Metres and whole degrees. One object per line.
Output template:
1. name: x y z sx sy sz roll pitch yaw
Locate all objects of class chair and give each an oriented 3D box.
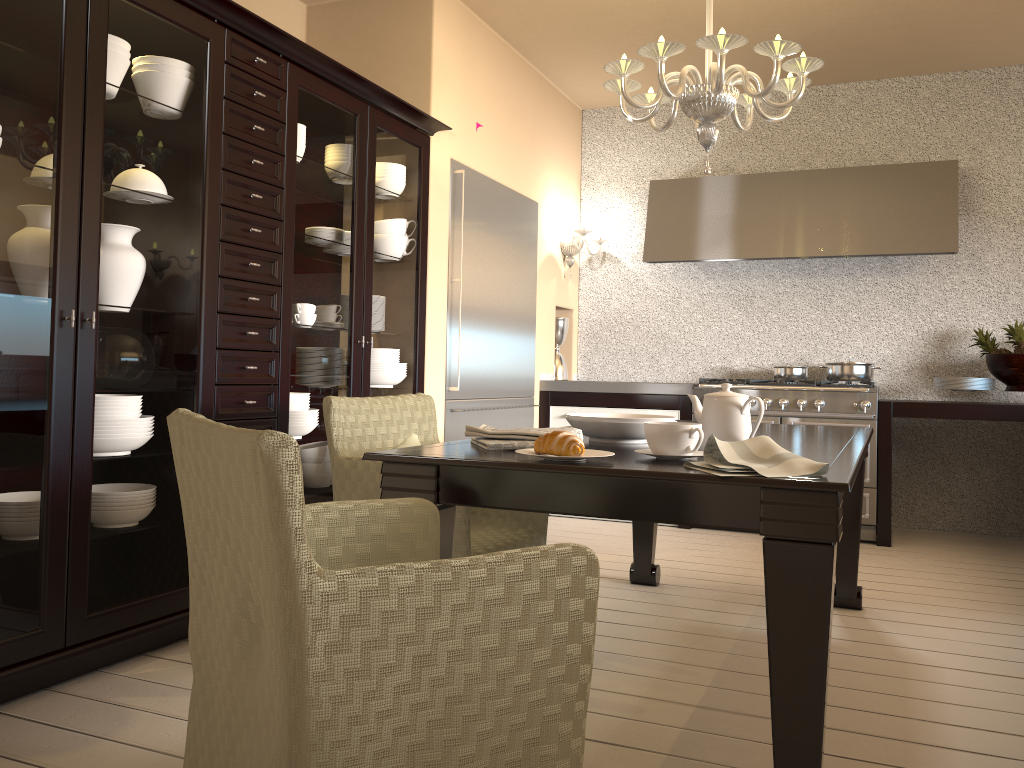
1. chair: -0.214 0.447 1.340 0.561 0.802 0.563 2 -1 -31
2. chair: -0.208 0.435 2.622 0.561 0.802 0.563 1 -1 29

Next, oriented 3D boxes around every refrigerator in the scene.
1. refrigerator: -0.371 -0.188 4.724 0.741 1.736 1.102 1 -1 23

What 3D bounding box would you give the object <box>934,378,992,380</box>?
1. object: 2.277 -0.020 4.464 0.278 0.011 0.278 1 1 10

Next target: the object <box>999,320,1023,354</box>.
1. object: 2.566 -0.196 4.462 0.160 0.278 0.269 1 -1 5

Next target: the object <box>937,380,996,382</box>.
1. object: 2.278 -0.011 4.464 0.278 0.011 0.278 1 1 10

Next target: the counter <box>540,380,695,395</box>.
1. counter: 0.690 0.020 5.283 0.896 0.062 0.600 1 1 23

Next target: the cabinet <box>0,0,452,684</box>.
1. cabinet: -1.181 -0.238 2.996 0.888 1.842 2.487 1 0 23

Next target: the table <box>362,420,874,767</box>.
1. table: 0.505 0.476 2.505 0.918 0.654 1.989 1 0 23

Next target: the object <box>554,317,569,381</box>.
1. object: 0.280 -0.220 5.603 0.155 0.394 0.155 1 -1 12

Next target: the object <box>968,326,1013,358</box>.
1. object: 2.507 -0.165 4.616 0.138 0.285 0.278 2 -1 -21

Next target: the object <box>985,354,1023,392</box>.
1. object: 2.594 -0.054 4.484 0.351 0.188 0.351 1 0 6

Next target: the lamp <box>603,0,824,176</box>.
1. lamp: 0.637 -1.229 2.851 0.675 1.129 0.700 0 -1 41

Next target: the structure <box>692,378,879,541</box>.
1. structure: 1.505 0.381 4.864 0.929 0.806 0.704 1 -1 23

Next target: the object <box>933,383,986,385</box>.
1. object: 2.277 0.006 4.464 0.278 0.011 0.278 1 1 10

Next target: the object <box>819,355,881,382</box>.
1. object: 1.873 -0.087 4.912 0.265 0.146 0.265 1 0 -19

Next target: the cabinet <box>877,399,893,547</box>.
1. cabinet: 2.366 0.459 4.549 0.896 0.725 0.600 1 -1 23

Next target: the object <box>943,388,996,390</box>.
1. object: 2.276 0.028 4.462 0.278 0.011 0.278 1 1 10

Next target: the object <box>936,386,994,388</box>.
1. object: 2.277 0.020 4.463 0.278 0.011 0.278 1 1 10

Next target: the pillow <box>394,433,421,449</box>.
1. pillow: -0.293 0.302 2.686 0.192 0.295 0.440 1 0 23

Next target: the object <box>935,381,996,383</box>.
1. object: 2.277 -0.006 4.463 0.278 0.011 0.278 1 1 10

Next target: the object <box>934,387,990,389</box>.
1. object: 2.277 0.025 4.463 0.278 0.011 0.278 1 1 10

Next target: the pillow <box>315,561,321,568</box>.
1. pillow: -0.309 0.315 1.294 0.316 0.295 0.247 1 -1 36

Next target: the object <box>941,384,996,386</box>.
1. object: 2.277 0.008 4.463 0.278 0.011 0.278 1 1 10

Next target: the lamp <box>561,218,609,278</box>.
1. lamp: 0.420 -0.828 5.510 0.269 0.341 0.479 1 0 21

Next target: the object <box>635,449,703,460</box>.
1. object: 0.328 0.146 1.813 0.154 0.012 0.154 1 1 -16

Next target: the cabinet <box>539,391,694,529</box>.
1. cabinet: 0.676 0.415 5.259 0.896 0.725 0.636 1 -1 23

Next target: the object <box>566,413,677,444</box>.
1. object: 0.278 0.113 2.263 0.281 0.066 0.281 1 0 18

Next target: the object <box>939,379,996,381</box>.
1. object: 2.277 -0.017 4.463 0.278 0.011 0.278 1 1 10

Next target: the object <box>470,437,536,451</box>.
1. object: 0.004 0.135 2.023 0.164 0.027 0.232 1 1 -12

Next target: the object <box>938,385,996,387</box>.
1. object: 2.277 0.014 4.463 0.278 0.011 0.278 1 1 10

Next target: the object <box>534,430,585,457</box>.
1. object: 0.095 0.117 1.725 0.138 0.051 0.062 2 0 42

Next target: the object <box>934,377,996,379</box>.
1. object: 2.278 -0.025 4.464 0.278 0.011 0.278 1 1 10

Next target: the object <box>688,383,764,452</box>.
1. object: 0.457 0.076 1.917 0.198 0.156 0.118 1 -1 29

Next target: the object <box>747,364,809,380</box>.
1. object: 1.545 -0.068 5.106 0.198 0.090 0.370 1 0 -25

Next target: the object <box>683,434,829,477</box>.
1. object: 0.433 0.124 1.585 0.204 0.063 0.197 1 0 -14

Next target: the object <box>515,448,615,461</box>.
1. object: 0.103 0.140 1.733 0.194 0.014 0.194 1 1 -1

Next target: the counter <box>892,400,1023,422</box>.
1. counter: 2.373 0.136 4.559 0.765 0.079 0.600 1 1 23

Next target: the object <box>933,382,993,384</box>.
1. object: 2.278 0.000 4.465 0.278 0.011 0.278 1 1 10

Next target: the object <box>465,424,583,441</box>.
1. object: 0.030 0.121 2.050 0.233 0.051 0.164 1 0 23

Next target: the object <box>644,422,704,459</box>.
1. object: 0.333 0.115 1.813 0.125 0.070 0.116 1 0 17

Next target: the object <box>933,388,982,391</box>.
1. object: 2.277 0.031 4.463 0.278 0.011 0.278 1 1 10

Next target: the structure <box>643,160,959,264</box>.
1. structure: 1.622 -0.951 5.080 1.662 0.511 0.479 1 -1 23
